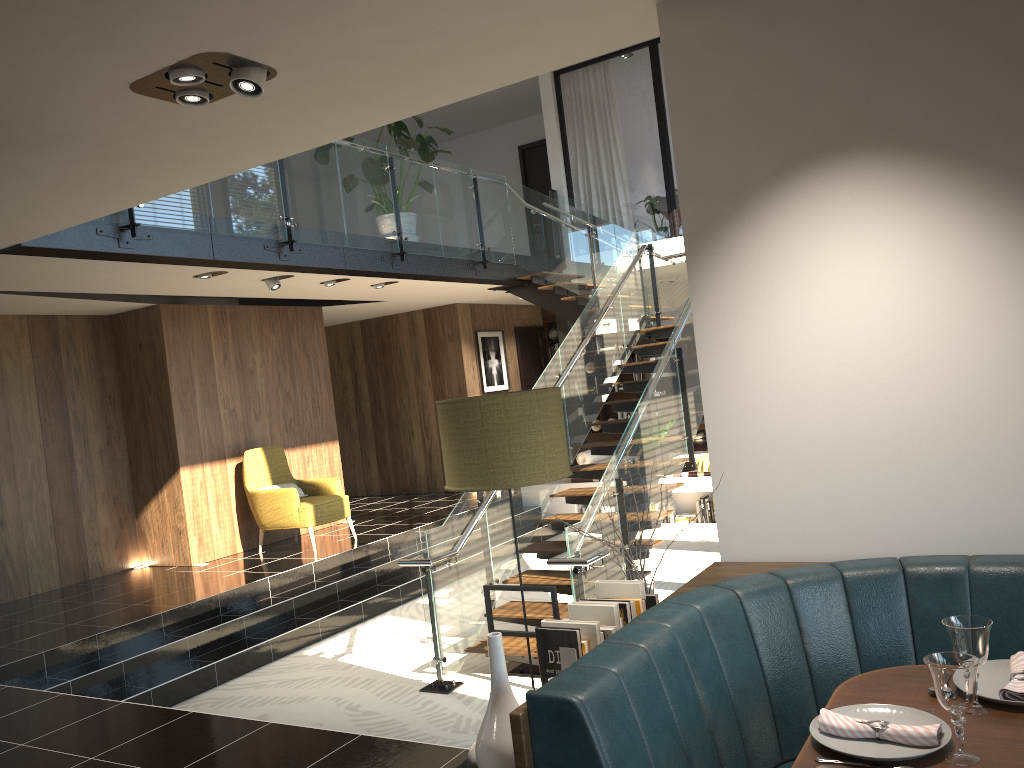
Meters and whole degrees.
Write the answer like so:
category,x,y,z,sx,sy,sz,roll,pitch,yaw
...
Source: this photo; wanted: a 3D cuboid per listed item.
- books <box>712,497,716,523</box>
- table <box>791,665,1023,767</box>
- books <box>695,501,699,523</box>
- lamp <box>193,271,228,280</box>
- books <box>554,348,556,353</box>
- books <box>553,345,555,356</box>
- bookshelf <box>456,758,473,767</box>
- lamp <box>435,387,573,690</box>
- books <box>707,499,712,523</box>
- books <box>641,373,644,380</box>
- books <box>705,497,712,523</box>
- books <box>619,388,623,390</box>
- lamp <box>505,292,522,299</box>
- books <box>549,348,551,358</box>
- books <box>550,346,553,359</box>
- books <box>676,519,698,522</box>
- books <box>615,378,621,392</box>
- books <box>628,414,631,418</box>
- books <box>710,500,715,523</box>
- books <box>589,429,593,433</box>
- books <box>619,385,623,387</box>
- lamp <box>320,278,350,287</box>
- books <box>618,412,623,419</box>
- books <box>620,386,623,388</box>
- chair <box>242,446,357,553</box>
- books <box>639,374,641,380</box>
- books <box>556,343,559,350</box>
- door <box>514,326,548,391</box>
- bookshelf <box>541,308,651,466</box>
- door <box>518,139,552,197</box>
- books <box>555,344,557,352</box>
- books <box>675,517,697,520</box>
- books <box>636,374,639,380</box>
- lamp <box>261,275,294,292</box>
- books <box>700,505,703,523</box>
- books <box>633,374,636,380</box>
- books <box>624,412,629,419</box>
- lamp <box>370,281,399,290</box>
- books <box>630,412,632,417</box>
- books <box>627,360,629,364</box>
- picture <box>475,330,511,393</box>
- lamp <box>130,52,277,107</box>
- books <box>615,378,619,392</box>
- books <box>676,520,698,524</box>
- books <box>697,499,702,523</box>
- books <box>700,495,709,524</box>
category,x,y,z,sx,sy,sz,roll,pitch,yaw
books,2.457,1.502,10.655,0.035,0.305,0.151,-6,1,31
table,1.361,0.989,1.550,1.539,0.661,0.822,-7,0,31
books,2.285,1.544,10.786,0.026,0.263,0.156,-6,1,31
lamp,-2.572,-0.987,7.543,0.347,0.158,0.195,-7,0,31
books,0.762,-0.507,14.734,0.025,0.204,0.192,-6,1,31
books,0.733,-0.530,14.779,0.066,0.255,0.127,-6,1,31
bookshelf,0.238,1.209,2.576,0.356,0.500,1.303,-6,0,31
lamp,0.122,0.741,3.071,0.637,1.445,0.437,-7,1,-33
books,2.401,1.527,10.677,0.029,0.268,0.172,-6,1,31
books,2.076,-0.051,13.971,0.047,0.253,0.210,-6,1,31
books,2.389,1.521,10.715,0.031,0.284,0.176,-6,1,31
books,1.864,0.067,14.137,0.272,0.028,0.174,-7,0,27
lamp,0.064,-1.256,11.924,0.347,0.263,0.195,-7,1,31
books,0.678,-0.503,14.813,0.023,0.215,0.147,-6,1,31
books,0.687,-0.512,14.785,0.023,0.231,0.143,-6,1,31
books,2.153,1.656,10.864,0.261,0.024,0.167,-7,0,28
books,1.707,0.017,14.213,0.036,0.206,0.215,-6,1,31
books,1.904,0.603,14.148,0.037,0.256,0.145,-6,1,31
books,2.430,1.524,10.669,0.029,0.268,0.146,-6,1,31
books,1.256,0.649,14.540,0.042,0.315,0.193,-6,1,31
books,1.865,0.013,14.149,0.266,0.019,0.157,-7,0,33
lamp,-1.776,-1.075,8.869,0.347,0.177,0.195,-7,0,31
books,1.754,0.569,14.201,0.017,0.359,0.189,-6,1,31
books,1.865,0.038,14.144,0.263,0.030,0.159,-7,0,28
chair,-2.305,1.195,9.499,1.031,1.098,0.807,-7,1,30
books,2.052,-0.055,13.990,0.013,0.267,0.177,-6,1,31
books,0.805,-0.544,14.700,0.022,0.267,0.197,-6,1,31
door,0.387,0.243,14.325,0.104,2.348,0.930,-6,1,31
bookshelf,1.426,-0.056,14.398,1.704,2.683,0.273,-6,1,31
door,0.655,-2.824,14.516,0.931,2.348,0.104,-6,1,31
books,0.783,-0.536,14.717,0.035,0.255,0.183,-6,1,31
books,2.153,1.632,10.868,0.274,0.025,0.156,-7,0,28
books,2.012,-0.040,14.022,0.014,0.247,0.192,-6,1,31
lamp,-2.169,-0.991,8.207,0.347,0.247,0.195,-7,1,31
books,2.329,1.558,10.748,0.027,0.226,0.165,-6,1,31
books,1.982,-0.052,14.050,0.014,0.279,0.202,-6,1,31
books,1.848,0.577,14.179,0.019,0.321,0.161,-6,1,31
lamp,-1.377,-1.123,9.533,0.347,0.177,0.195,-7,0,31
books,1.937,0.566,14.113,0.012,0.322,0.177,-6,1,31
books,1.865,-0.357,14.062,0.037,0.277,0.179,-6,1,31
picture,-0.278,-0.341,13.245,0.028,0.911,0.748,-6,1,31
lamp,-1.119,-1.135,3.207,0.502,0.231,0.349,-7,0,31
books,1.693,0.009,14.254,0.028,0.224,0.161,-6,1,31
books,2.156,1.680,10.865,0.257,0.024,0.167,-7,0,31
books,2.294,1.538,10.748,0.030,0.273,0.168,-6,1,31
books,2.338,1.511,10.705,0.043,0.316,0.209,-6,1,31
